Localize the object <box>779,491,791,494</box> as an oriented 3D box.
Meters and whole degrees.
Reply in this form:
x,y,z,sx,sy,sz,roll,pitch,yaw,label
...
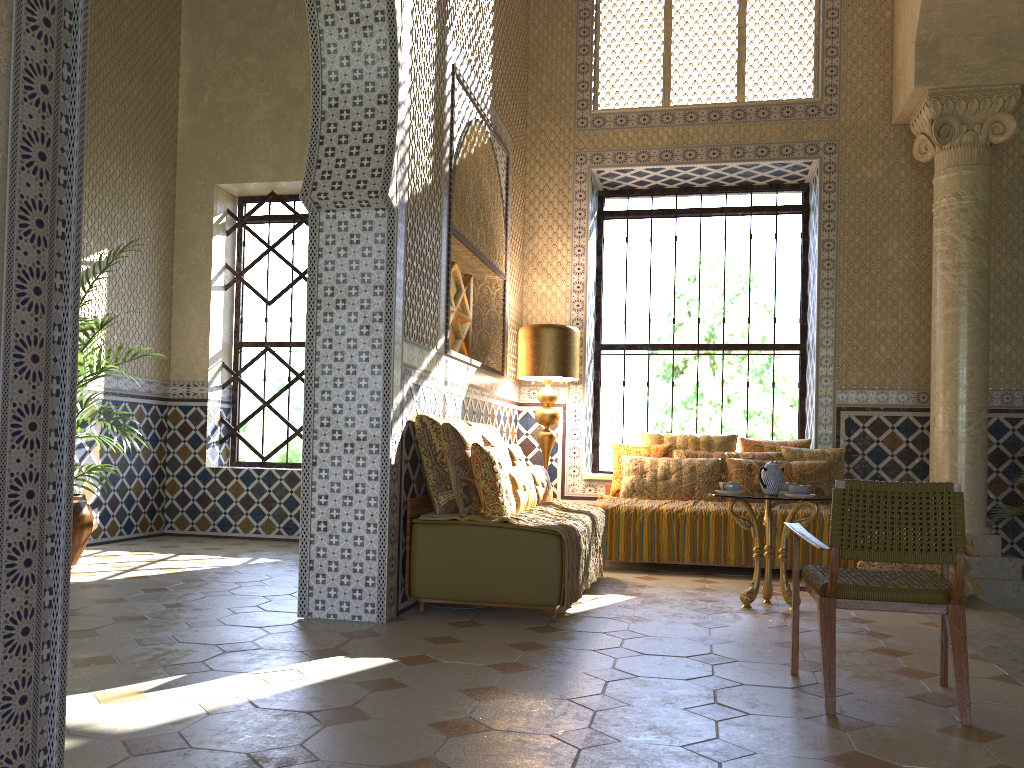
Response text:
x,y,z,sx,sy,sz,roll,pitch,yaw,label
2.507,0.991,8.088,0.256,0.032,0.256,2,-4,-9,object

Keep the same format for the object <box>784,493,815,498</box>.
x,y,z,sx,sy,sz,roll,pitch,yaw,label
2.424,0.941,7.456,0.255,0.032,0.256,1,-4,8,object

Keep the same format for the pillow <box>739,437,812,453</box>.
x,y,z,sx,sy,sz,roll,pitch,yaw,label
3.185,1.049,10.715,0.855,0.799,0.394,1,-2,12,pillow

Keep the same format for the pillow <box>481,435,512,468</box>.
x,y,z,sx,sy,sz,roll,pitch,yaw,label
-0.137,0.821,8.161,0.340,0.692,0.742,1,-3,12,pillow

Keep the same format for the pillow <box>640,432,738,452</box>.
x,y,z,sx,sy,sz,roll,pitch,yaw,label
2.160,1.007,10.870,1.192,0.831,0.423,1,-2,12,pillow

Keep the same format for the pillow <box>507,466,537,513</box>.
x,y,z,sx,sy,sz,roll,pitch,yaw,label
0.045,0.972,8.030,0.271,0.450,0.985,1,-4,12,pillow

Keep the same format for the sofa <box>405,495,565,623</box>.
x,y,z,sx,sy,sz,roll,pitch,yaw,label
0.076,1.486,8.200,1.273,0.935,2.857,1,-4,12,sofa

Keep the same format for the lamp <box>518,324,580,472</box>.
x,y,z,sx,sy,sz,roll,pitch,yaw,label
0.416,0.723,10.644,0.737,2.810,0.737,2,-1,-19,lamp

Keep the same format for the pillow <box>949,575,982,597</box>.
x,y,z,sx,sy,sz,roll,pitch,yaw,label
3.946,1.955,8.627,0.991,0.367,1.045,-2,-5,37,pillow

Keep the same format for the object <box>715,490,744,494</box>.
x,y,z,sx,sy,sz,roll,pitch,yaw,label
1.928,0.959,7.849,0.256,0.032,0.256,2,-4,-9,object

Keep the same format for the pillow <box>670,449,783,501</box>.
x,y,z,sx,sy,sz,roll,pitch,yaw,label
2.547,1.098,10.543,1.341,0.614,0.371,1,-2,12,pillow

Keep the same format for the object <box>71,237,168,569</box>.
x,y,z,sx,sy,sz,roll,pitch,yaw,label
-4.688,0.102,8.881,2.256,3.548,2.759,1,-2,15,object

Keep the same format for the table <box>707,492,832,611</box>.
x,y,z,sx,sy,sz,roll,pitch,yaw,label
2.264,1.466,7.764,1.101,0.979,1.102,-1,-4,41,table

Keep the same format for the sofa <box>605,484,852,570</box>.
x,y,z,sx,sy,sz,roll,pitch,yaw,label
2.421,1.703,10.303,2.849,0.936,1.277,1,-3,12,sofa

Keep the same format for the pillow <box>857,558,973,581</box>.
x,y,z,sx,sy,sz,roll,pitch,yaw,label
3.930,1.753,8.626,0.931,0.347,0.882,-1,-5,32,pillow

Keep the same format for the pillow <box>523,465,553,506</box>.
x,y,z,sx,sy,sz,roll,pitch,yaw,label
0.236,1.047,8.947,0.271,0.450,0.985,1,-4,12,pillow

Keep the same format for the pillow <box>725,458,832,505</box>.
x,y,z,sx,sy,sz,roll,pitch,yaw,label
3.067,1.141,10.210,1.191,0.546,0.329,1,-2,12,pillow

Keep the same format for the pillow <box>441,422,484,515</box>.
x,y,z,sx,sy,sz,roll,pitch,yaw,label
-0.363,0.727,7.449,0.383,0.779,0.836,1,-3,12,pillow

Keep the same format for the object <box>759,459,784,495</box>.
x,y,z,sx,sy,sz,roll,pitch,yaw,label
2.292,0.819,7.816,0.273,0.323,0.199,1,-2,1,object

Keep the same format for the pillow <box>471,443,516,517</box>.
x,y,z,sx,sy,sz,roll,pitch,yaw,label
-0.138,0.812,7.254,0.345,0.650,0.686,1,-3,11,pillow

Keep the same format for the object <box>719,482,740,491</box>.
x,y,z,sx,sy,sz,roll,pitch,yaw,label
1.929,0.921,7.849,0.183,0.100,0.183,2,-4,-7,object

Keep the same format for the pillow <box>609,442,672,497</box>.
x,y,z,sx,sy,sz,roll,pitch,yaw,label
1.564,1.061,10.770,0.740,0.692,0.341,1,-2,12,pillow

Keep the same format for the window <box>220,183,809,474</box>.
x,y,z,sx,sy,sz,roll,pitch,yaw,label
-0.290,-0.738,12.310,8.482,3.985,0.575,1,-1,8,window

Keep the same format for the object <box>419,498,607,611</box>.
x,y,z,sx,sy,sz,roll,pitch,yaw,label
0.134,1.477,8.175,1.314,0.716,2.893,1,-4,12,object

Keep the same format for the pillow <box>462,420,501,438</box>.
x,y,z,sx,sy,sz,roll,pitch,yaw,label
-0.269,0.796,8.881,0.422,0.831,1.195,1,-3,12,pillow

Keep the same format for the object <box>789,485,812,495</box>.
x,y,z,sx,sy,sz,roll,pitch,yaw,label
2.426,0.903,7.457,0.183,0.100,0.184,1,-4,8,object

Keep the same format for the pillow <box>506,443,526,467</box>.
x,y,z,sx,sy,sz,roll,pitch,yaw,label
0.026,0.915,8.946,0.313,0.637,0.683,1,-3,12,pillow

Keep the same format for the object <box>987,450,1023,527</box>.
x,y,z,sx,sy,sz,roll,pitch,yaw,label
6.395,1.265,8.886,2.641,2.499,2.168,1,-3,-1,object

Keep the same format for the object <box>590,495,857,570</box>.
x,y,z,sx,sy,sz,roll,pitch,yaw,label
2.370,1.689,10.250,2.885,0.717,1.317,1,-4,12,object

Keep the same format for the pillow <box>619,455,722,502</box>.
x,y,z,sx,sy,sz,roll,pitch,yaw,label
1.867,1.131,10.460,1.191,0.546,0.329,1,-2,12,pillow

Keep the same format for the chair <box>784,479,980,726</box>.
x,y,z,sx,sy,sz,roll,pitch,yaw,label
2.045,1.130,4.932,0.950,1.208,0.908,1,-2,12,chair

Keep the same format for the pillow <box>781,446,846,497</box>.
x,y,z,sx,sy,sz,roll,pitch,yaw,label
3.529,1.078,10.359,0.740,0.692,0.341,1,-2,12,pillow

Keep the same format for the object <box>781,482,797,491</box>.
x,y,z,sx,sy,sz,roll,pitch,yaw,label
2.508,0.953,8.088,0.183,0.100,0.183,1,-4,1,object

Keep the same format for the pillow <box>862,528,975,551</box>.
x,y,z,sx,sy,sz,roll,pitch,yaw,label
3.950,1.544,8.618,0.749,0.310,0.804,5,-5,-44,pillow

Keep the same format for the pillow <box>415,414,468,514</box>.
x,y,z,sx,sy,sz,roll,pitch,yaw,label
-0.513,0.701,7.710,0.422,0.831,1.195,1,-3,12,pillow
